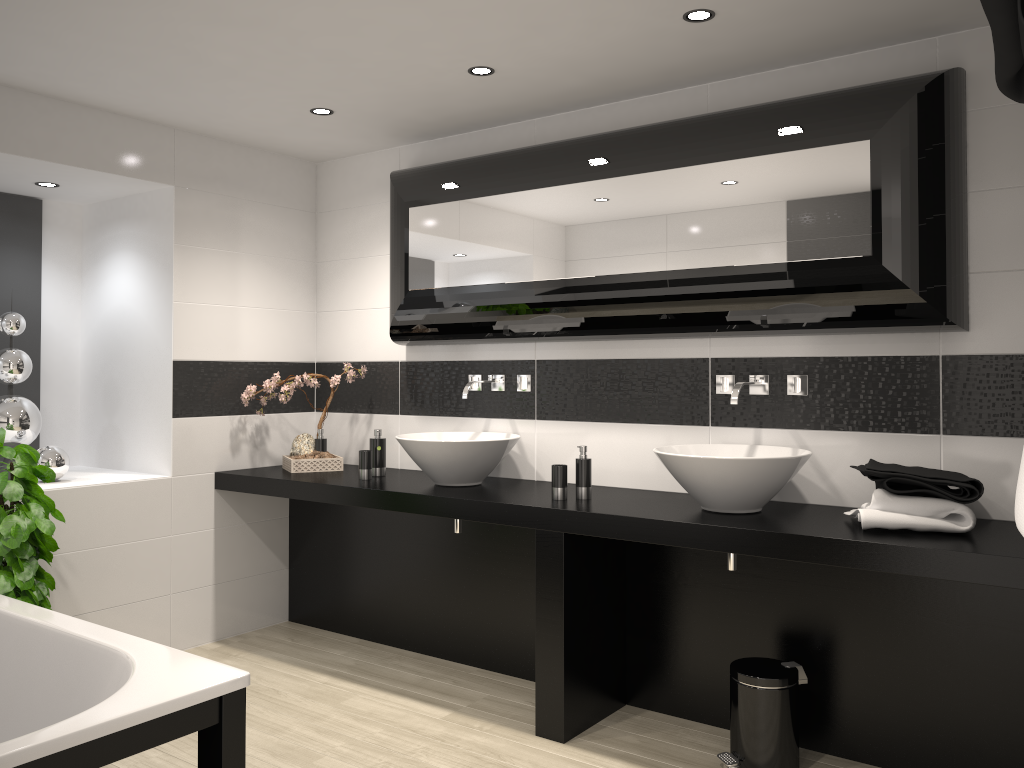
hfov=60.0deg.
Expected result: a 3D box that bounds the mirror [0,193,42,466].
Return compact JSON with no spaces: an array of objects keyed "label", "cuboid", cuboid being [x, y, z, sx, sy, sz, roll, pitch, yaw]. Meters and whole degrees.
[{"label":"mirror","cuboid":[-8.431,-0.762,12.004,0.234,4.149,4.081,-1,-1,36]}]

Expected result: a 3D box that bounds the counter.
[{"label":"counter","cuboid":[0.778,1.481,10.718,11.532,0.252,1.965,0,1,36]}]

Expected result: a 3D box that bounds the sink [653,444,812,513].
[{"label":"sink","cuboid":[2.383,1.038,9.637,1.678,0.636,1.678,0,0,15]}]

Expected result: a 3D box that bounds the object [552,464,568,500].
[{"label":"object","cuboid":[0.560,1.157,10.444,0.188,0.401,0.188,0,-1,-19]}]

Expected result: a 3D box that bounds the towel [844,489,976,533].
[{"label":"towel","cuboid":[3.872,1.197,8.692,1.171,0.398,1.218,0,0,21]}]

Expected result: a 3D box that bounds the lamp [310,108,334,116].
[{"label":"lamp","cuboid":[-2.587,-3.703,12.054,0.316,0.013,0.316,0,1,-39]}]

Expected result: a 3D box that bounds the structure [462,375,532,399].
[{"label":"structure","cuboid":[-0.400,0.033,12.348,1.101,0.324,0.777,0,0,36]}]

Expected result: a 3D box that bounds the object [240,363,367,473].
[{"label":"object","cuboid":[-3.216,0.493,13.690,1.884,1.682,0.781,0,-1,-24]}]

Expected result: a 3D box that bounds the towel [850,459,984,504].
[{"label":"towel","cuboid":[3.964,0.987,8.756,1.164,0.394,1.217,0,0,23]}]

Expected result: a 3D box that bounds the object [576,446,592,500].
[{"label":"object","cuboid":[0.847,1.046,10.491,0.188,0.623,0.188,0,-1,16]}]

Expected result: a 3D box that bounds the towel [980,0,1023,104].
[{"label":"towel","cuboid":[1.381,-1.032,2.148,0.422,0.928,0.900,-1,-1,33]}]

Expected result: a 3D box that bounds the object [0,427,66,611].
[{"label":"object","cuboid":[-5.839,2.198,10.135,1.255,3.396,1.313,0,-1,-13]}]

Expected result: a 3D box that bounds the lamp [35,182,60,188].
[{"label":"lamp","cuboid":[-6.674,-2.861,12.728,0.316,0.013,0.316,0,1,3]}]

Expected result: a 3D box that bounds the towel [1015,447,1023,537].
[{"label":"towel","cuboid":[1.425,0.112,2.127,0.294,0.928,0.908,-1,-1,37]}]

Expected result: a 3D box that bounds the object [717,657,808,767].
[{"label":"object","cuboid":[2.567,3.403,9.053,0.904,1.015,0.679,0,-1,-44]}]

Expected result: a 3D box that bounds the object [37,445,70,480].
[{"label":"object","cuboid":[-6.305,1.083,12.099,0.488,0.490,0.488,0,0,-41]}]

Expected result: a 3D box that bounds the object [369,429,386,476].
[{"label":"object","cuboid":[-1.943,0.993,12.835,0.238,0.662,0.237,0,-1,26]}]

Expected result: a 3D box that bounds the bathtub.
[{"label":"bathtub","cuboid":[-5.252,2.925,6.572,6.537,2.030,3.023,0,0,36]}]

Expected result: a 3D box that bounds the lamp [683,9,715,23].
[{"label":"lamp","cuboid":[1.862,-3.667,8.828,0.316,0.013,0.316,0,1,-21]}]

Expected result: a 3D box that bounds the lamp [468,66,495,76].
[{"label":"lamp","cuboid":[-0.363,-3.685,10.441,0.316,0.013,0.316,0,1,21]}]

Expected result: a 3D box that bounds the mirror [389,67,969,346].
[{"label":"mirror","cuboid":[1.306,-1.915,11.148,7.840,2.706,0.774,0,-1,36]}]

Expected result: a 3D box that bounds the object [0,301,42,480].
[{"label":"object","cuboid":[-7.032,-0.019,12.439,0.781,2.694,0.781,1,-1,-41]}]

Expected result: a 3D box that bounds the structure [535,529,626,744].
[{"label":"structure","cuboid":[0.821,2.756,10.319,0.377,2.287,1.393,-1,-1,36]}]

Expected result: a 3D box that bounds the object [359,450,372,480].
[{"label":"object","cuboid":[-2.054,1.135,12.431,0.188,0.401,0.188,0,-1,-19]}]

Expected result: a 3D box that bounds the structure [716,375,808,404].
[{"label":"structure","cuboid":[2.699,0.058,10.101,1.101,0.324,0.777,0,0,36]}]

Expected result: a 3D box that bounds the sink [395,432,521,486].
[{"label":"sink","cuboid":[-0.722,1.013,11.889,1.678,0.636,1.678,0,0,-10]}]
